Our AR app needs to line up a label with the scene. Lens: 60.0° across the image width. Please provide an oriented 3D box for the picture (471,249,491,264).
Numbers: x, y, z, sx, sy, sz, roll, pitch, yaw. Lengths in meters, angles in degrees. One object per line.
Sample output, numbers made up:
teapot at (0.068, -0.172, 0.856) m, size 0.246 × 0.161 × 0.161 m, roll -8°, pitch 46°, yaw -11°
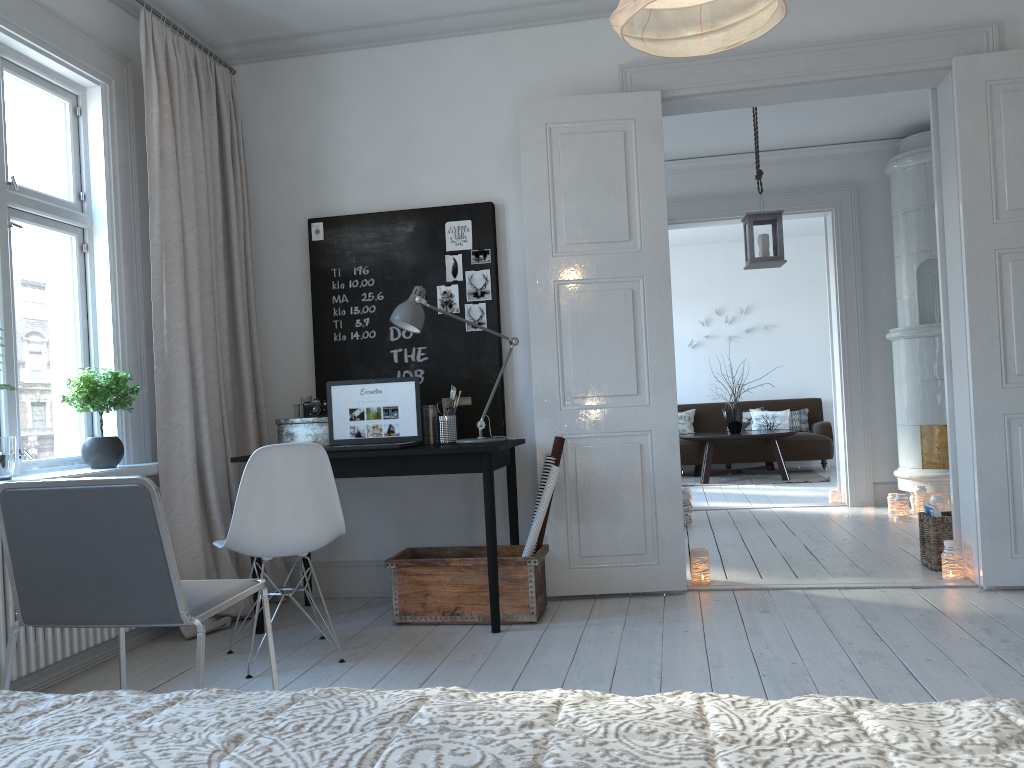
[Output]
picture at (-0.151, -0.620, 4.295) m, size 0.095 × 0.071 × 0.001 m, roll -3°, pitch 0°, yaw 10°

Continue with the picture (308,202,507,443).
picture at (-0.528, -0.273, 4.393) m, size 0.953 × 1.172 × 0.064 m, roll -3°, pitch 0°, yaw 10°

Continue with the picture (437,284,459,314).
picture at (-0.312, -0.412, 4.323) m, size 0.107 × 0.150 × 0.001 m, roll -3°, pitch 0°, yaw 10°

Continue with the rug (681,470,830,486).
rug at (2.488, 1.008, 9.716) m, size 1.710 × 0.055 × 1.456 m, roll -3°, pitch -2°, yaw 11°

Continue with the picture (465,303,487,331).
picture at (-0.176, -0.326, 4.299) m, size 0.103 × 0.136 × 0.001 m, roll -3°, pitch 0°, yaw 10°

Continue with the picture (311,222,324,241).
picture at (-0.975, -0.764, 4.443) m, size 0.061 × 0.088 × 0.004 m, roll -3°, pitch 0°, yaw 7°

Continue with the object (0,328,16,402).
object at (-1.766, 0.041, 2.816) m, size 0.414 × 0.564 × 0.305 m, roll -4°, pitch -1°, yaw 44°

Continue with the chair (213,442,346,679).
chair at (-0.875, 0.632, 3.376) m, size 0.474 × 0.824 × 0.554 m, roll -3°, pitch -1°, yaw -25°

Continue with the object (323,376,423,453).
object at (-0.658, 0.132, 3.898) m, size 0.446 × 0.315 × 0.325 m, roll -3°, pitch -1°, yaw 10°

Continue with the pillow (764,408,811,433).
pillow at (3.240, 0.439, 10.462) m, size 0.542 × 0.288 × 0.183 m, roll -3°, pitch -1°, yaw 11°

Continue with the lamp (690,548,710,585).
lamp at (0.911, 0.882, 4.290) m, size 0.089 × 0.166 × 0.089 m, roll -3°, pitch -1°, yaw 3°

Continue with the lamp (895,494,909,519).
lamp at (2.708, 0.848, 6.159) m, size 0.089 × 0.166 × 0.089 m, roll -3°, pitch -1°, yaw 12°

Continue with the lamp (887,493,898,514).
lamp at (2.751, 0.862, 6.386) m, size 0.084 × 0.146 × 0.084 m, roll -3°, pitch -1°, yaw 15°

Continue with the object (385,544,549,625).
object at (-0.183, 0.881, 3.901) m, size 0.665 × 0.282 × 0.339 m, roll -3°, pitch -1°, yaw 10°

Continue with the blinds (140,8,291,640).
blinds at (-1.327, -0.242, 4.041) m, size 0.225 × 2.647 × 0.831 m, roll -3°, pitch -1°, yaw 10°

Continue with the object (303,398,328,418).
object at (-0.912, 0.111, 4.113) m, size 0.137 × 0.087 × 0.073 m, roll -3°, pitch -1°, yaw 10°

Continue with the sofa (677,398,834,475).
sofa at (2.608, 0.624, 10.469) m, size 2.165 × 0.824 × 0.969 m, roll -3°, pitch -1°, yaw 10°

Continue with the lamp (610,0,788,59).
lamp at (0.320, -1.268, 1.638) m, size 0.339 × 1.231 × 0.340 m, roll -3°, pitch -1°, yaw 41°

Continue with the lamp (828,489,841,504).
lamp at (2.568, 0.898, 7.057) m, size 0.093 × 0.110 × 0.093 m, roll -3°, pitch -1°, yaw 27°

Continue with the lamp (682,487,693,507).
lamp at (1.433, 0.933, 7.272) m, size 0.089 × 0.166 × 0.089 m, roll -3°, pitch -1°, yaw 9°

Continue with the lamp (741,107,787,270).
lamp at (1.529, -1.614, 5.529) m, size 0.228 × 1.762 × 0.228 m, roll -3°, pitch 0°, yaw 7°

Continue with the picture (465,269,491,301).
picture at (-0.163, -0.480, 4.296) m, size 0.121 × 0.152 × 0.002 m, roll -3°, pitch 0°, yaw 10°

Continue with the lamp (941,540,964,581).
lamp at (2.036, 0.815, 4.100) m, size 0.093 × 0.179 × 0.093 m, roll -3°, pitch -1°, yaw -7°

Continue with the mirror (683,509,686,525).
mirror at (0.872, 0.283, 6.408) m, size 0.610 × 1.488 × 0.417 m, roll -3°, pitch -1°, yaw -25°

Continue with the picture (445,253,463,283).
picture at (-0.282, -0.566, 4.318) m, size 0.083 × 0.146 × 0.002 m, roll -3°, pitch 0°, yaw 10°

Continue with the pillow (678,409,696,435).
pillow at (1.963, 0.496, 10.694) m, size 0.519 × 0.367 × 0.239 m, roll -3°, pitch -1°, yaw 10°

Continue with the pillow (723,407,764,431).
pillow at (2.749, 0.462, 10.513) m, size 0.473 × 0.347 × 0.158 m, roll -3°, pitch -1°, yaw 8°

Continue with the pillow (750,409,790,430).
pillow at (3.022, 0.436, 10.387) m, size 0.471 × 0.309 × 0.188 m, roll -3°, pitch -1°, yaw 11°

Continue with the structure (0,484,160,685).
structure at (-1.669, 0.702, 3.202) m, size 0.195 × 0.547 × 1.506 m, roll -3°, pitch -1°, yaw 10°

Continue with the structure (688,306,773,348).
structure at (2.679, -0.712, 10.925) m, size 1.025 × 0.478 × 0.085 m, roll -3°, pitch 0°, yaw 10°

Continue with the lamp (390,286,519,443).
lamp at (-0.248, -0.085, 4.035) m, size 0.616 × 0.716 × 0.230 m, roll -3°, pitch -1°, yaw -19°

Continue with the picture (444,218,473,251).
picture at (-0.257, -0.727, 4.313) m, size 0.147 × 0.154 × 0.004 m, roll -3°, pitch 0°, yaw 10°

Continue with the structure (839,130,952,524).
structure at (3.002, -0.407, 6.413) m, size 1.247 × 2.827 × 0.801 m, roll -3°, pitch -1°, yaw -35°

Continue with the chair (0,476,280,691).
chair at (-0.965, 0.623, 2.324) m, size 0.562 × 0.797 × 0.525 m, roll -3°, pitch -1°, yaw 10°

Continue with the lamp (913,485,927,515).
lamp at (2.886, 0.820, 6.261) m, size 0.098 × 0.210 × 0.098 m, roll -3°, pitch -1°, yaw 15°

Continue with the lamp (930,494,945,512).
lamp at (2.885, 0.835, 6.011) m, size 0.089 × 0.166 × 0.089 m, roll -3°, pitch -1°, yaw 9°
